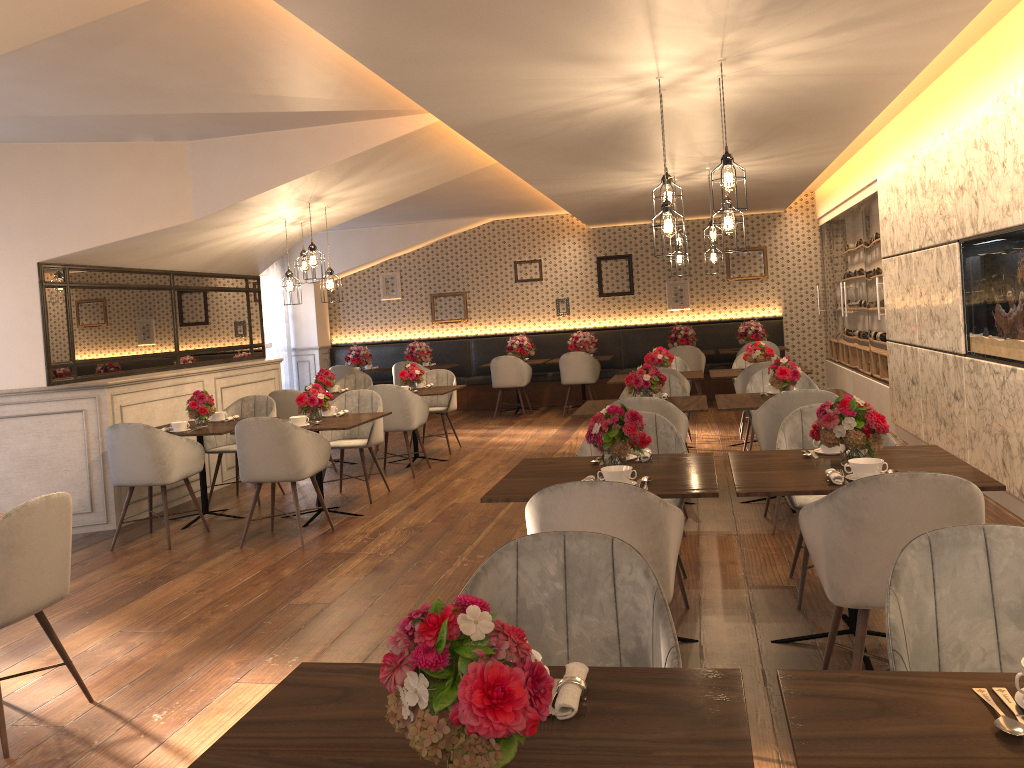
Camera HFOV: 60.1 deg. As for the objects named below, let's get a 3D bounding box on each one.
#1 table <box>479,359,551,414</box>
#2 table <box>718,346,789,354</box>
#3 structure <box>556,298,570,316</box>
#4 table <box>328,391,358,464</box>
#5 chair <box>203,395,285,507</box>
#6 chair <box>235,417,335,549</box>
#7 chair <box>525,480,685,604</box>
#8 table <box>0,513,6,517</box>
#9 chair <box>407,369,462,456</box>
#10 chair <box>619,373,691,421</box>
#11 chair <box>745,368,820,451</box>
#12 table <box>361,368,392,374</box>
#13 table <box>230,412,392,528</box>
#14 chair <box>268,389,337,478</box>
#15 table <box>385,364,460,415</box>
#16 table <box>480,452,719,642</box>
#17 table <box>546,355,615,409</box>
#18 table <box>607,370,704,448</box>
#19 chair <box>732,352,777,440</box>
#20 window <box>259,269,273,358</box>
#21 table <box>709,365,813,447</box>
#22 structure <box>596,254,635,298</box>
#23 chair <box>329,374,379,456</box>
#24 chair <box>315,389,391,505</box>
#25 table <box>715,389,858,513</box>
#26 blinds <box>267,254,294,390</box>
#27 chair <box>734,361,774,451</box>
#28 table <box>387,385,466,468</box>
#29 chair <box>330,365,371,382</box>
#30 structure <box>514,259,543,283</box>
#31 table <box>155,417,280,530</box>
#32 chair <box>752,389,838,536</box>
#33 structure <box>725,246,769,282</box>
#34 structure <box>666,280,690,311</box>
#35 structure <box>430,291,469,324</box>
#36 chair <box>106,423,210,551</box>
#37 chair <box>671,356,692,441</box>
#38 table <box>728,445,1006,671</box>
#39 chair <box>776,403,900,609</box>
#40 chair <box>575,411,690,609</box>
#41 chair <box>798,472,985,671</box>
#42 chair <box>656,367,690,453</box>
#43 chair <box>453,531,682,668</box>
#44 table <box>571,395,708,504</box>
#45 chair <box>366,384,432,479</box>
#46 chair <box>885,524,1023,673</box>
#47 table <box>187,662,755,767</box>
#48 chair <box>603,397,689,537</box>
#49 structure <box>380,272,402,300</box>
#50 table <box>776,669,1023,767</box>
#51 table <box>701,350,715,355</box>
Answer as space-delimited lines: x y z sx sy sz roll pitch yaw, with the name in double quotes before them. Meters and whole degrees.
"table" 0.085 0.044 12.923 0.895 0.720 0.899 -3 3 12
"table" 3.344 -0.122 12.246 0.895 0.720 0.899 -3 3 12
"structure" 0.788 -1.187 13.684 0.216 0.277 0.018 -3 1 12
"table" -1.919 0.478 9.103 0.895 0.720 0.899 -3 3 12
"chair" -2.252 0.552 7.469 0.564 0.871 0.527 -3 2 12
"chair" -1.552 0.623 5.967 0.564 0.871 0.527 -3 2 12
"chair" 0.327 0.721 3.095 0.564 0.871 0.527 -3 2 12
"table" -2.603 0.968 3.420 0.895 0.720 0.899 -3 3 12
"chair" -0.847 0.295 9.549 0.564 0.871 0.527 -3 2 12
"chair" 1.128 0.368 6.916 0.564 0.871 0.527 -3 2 12
"chair" 2.066 0.320 6.721 0.564 0.871 0.527 -3 2 12
"table" -2.236 0.163 13.405 0.895 0.720 0.899 -3 3 12
"table" -1.449 0.639 6.633 0.895 0.720 0.899 -3 3 12
"chair" -2.021 0.461 8.437 0.564 0.871 0.527 -3 2 12
"table" -1.298 0.115 13.210 0.895 0.720 0.899 -3 3 12
"table" 0.430 0.738 3.762 0.895 0.720 0.899 -3 3 12
"table" 1.023 -0.004 12.728 0.895 0.720 0.899 -3 3 12
"table" 1.448 0.282 8.711 0.895 0.720 0.899 -3 3 12
"chair" 2.565 0.097 9.147 0.564 0.871 0.527 -3 2 12
"window" -4.574 -0.004 6.844 0.494 2.384 14.565 -4 4 8
"table" 2.385 0.234 8.516 0.895 0.720 0.899 -3 3 12
"structure" 1.576 -1.647 13.506 0.543 0.631 0.035 -3 1 12
"chair" -1.785 0.343 9.743 0.564 0.871 0.527 -3 2 12
"chair" -1.315 0.504 7.274 0.564 0.871 0.527 -3 2 12
"table" 1.887 0.457 6.090 0.895 0.720 0.899 -3 3 12
"blinds" -3.585 -0.776 13.749 0.134 2.695 0.619 -4 1 12
"chair" 2.283 0.217 7.850 0.564 0.871 0.527 -3 2 12
"table" -0.981 0.430 8.909 0.895 0.720 0.899 -3 3 12
"chair" -2.339 0.146 12.738 0.564 0.871 0.527 -3 2 12
"structure" 0.254 -1.757 13.777 0.448 0.344 0.016 -3 1 12
"table" -2.386 0.687 6.829 0.895 0.720 0.899 -3 3 12
"chair" 1.784 0.441 5.424 0.564 0.871 0.527 -3 2 12
"structure" 3.473 -1.776 13.103 0.600 0.485 0.032 -3 1 12
"structure" 2.498 -1.331 13.319 0.340 0.439 0.035 -3 1 12
"structure" -0.998 -1.207 14.043 0.600 0.485 0.032 -3 1 12
"chair" -2.489 0.670 6.162 0.564 0.871 0.527 -3 2 12
"chair" 1.627 0.145 9.342 0.564 0.871 0.527 -3 2 12
"table" 1.367 0.690 3.567 0.895 0.720 0.899 -3 3 12
"chair" 1.547 0.552 4.197 0.564 0.871 0.527 -3 2 12
"chair" 0.609 0.600 4.392 0.564 0.871 0.527 -3 2 12
"chair" 1.265 0.673 2.900 0.564 0.871 0.527 -3 2 12
"chair" 1.345 0.265 8.045 0.564 0.871 0.527 -3 2 12
"chair" 0.111 0.824 1.966 0.564 0.871 0.527 -3 2 12
"table" 0.949 0.505 6.285 0.895 0.720 0.899 -3 3 12
"chair" -1.084 0.413 8.242 0.564 0.871 0.527 -3 2 12
"chair" 1.048 0.776 1.772 0.564 0.871 0.527 -3 2 12
"table" -0.069 0.961 1.336 0.895 0.720 0.899 -3 3 12
"chair" 0.846 0.488 5.619 0.564 0.871 0.527 -3 2 12
"structure" -1.954 -1.575 14.228 0.340 0.439 0.035 -3 1 12
"table" 0.869 0.913 1.141 0.895 0.720 0.899 -3 3 12
"table" 2.407 -0.074 12.440 0.895 0.720 0.899 -3 3 12
